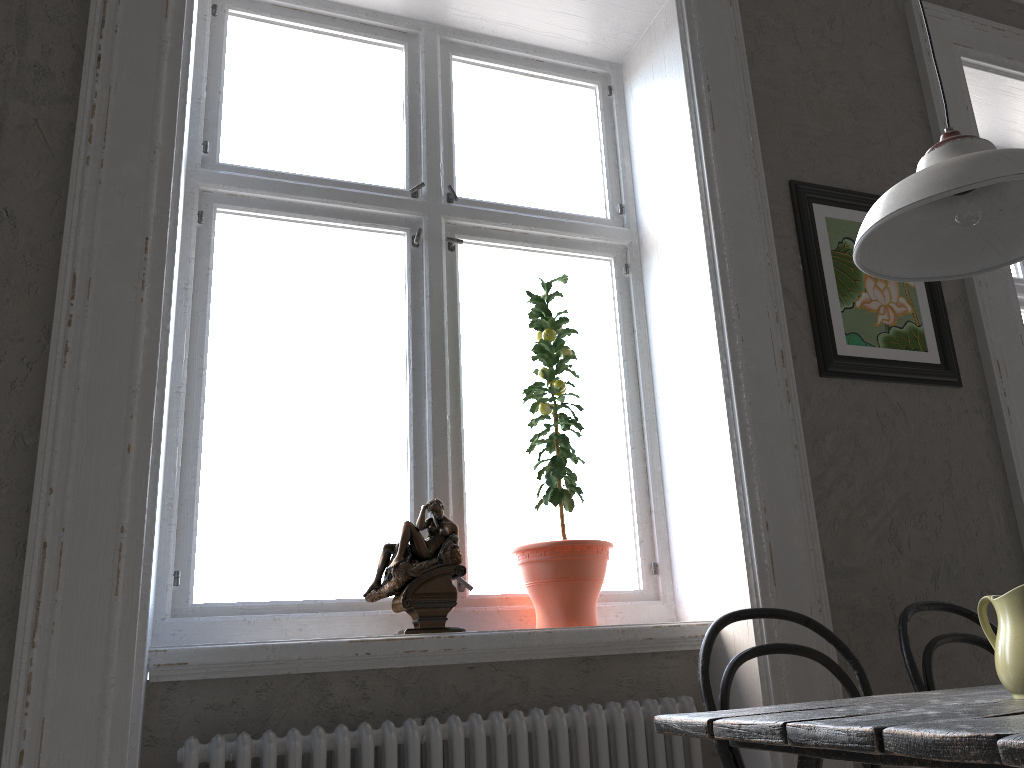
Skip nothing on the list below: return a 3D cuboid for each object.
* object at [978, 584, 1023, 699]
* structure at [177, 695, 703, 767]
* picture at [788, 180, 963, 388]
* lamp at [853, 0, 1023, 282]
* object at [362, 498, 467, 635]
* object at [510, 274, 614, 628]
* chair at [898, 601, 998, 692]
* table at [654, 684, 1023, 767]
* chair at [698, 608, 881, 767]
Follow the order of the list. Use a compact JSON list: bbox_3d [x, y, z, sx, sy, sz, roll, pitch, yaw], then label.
[{"bbox_3d":[0.815,0.400,1.385,0.147,0.169,0.138,-13,-20,28],"label":"object"},{"bbox_3d":[-0.089,0.943,1.929,1.242,0.428,0.146,4,-19,-23],"label":"structure"},{"bbox_3d":[1.090,-0.300,2.650,0.529,0.619,0.019,4,-19,-22],"label":"picture"},{"bbox_3d":[0.718,-1.125,1.741,0.375,1.857,0.383,-8,-18,15],"label":"lamp"},{"bbox_3d":[-0.237,0.440,2.145,0.240,0.329,0.118,3,-19,-20],"label":"object"},{"bbox_3d":[0.116,0.150,2.393,0.267,0.991,0.273,-8,-18,17],"label":"object"},{"bbox_3d":[1.164,0.898,1.835,0.445,0.920,0.541,5,-19,-23],"label":"chair"},{"bbox_3d":[1.310,0.839,1.375,1.948,0.734,0.892,4,-19,-21],"label":"table"},{"bbox_3d":[0.642,0.863,1.624,0.442,0.920,0.544,1,-18,-13],"label":"chair"}]
